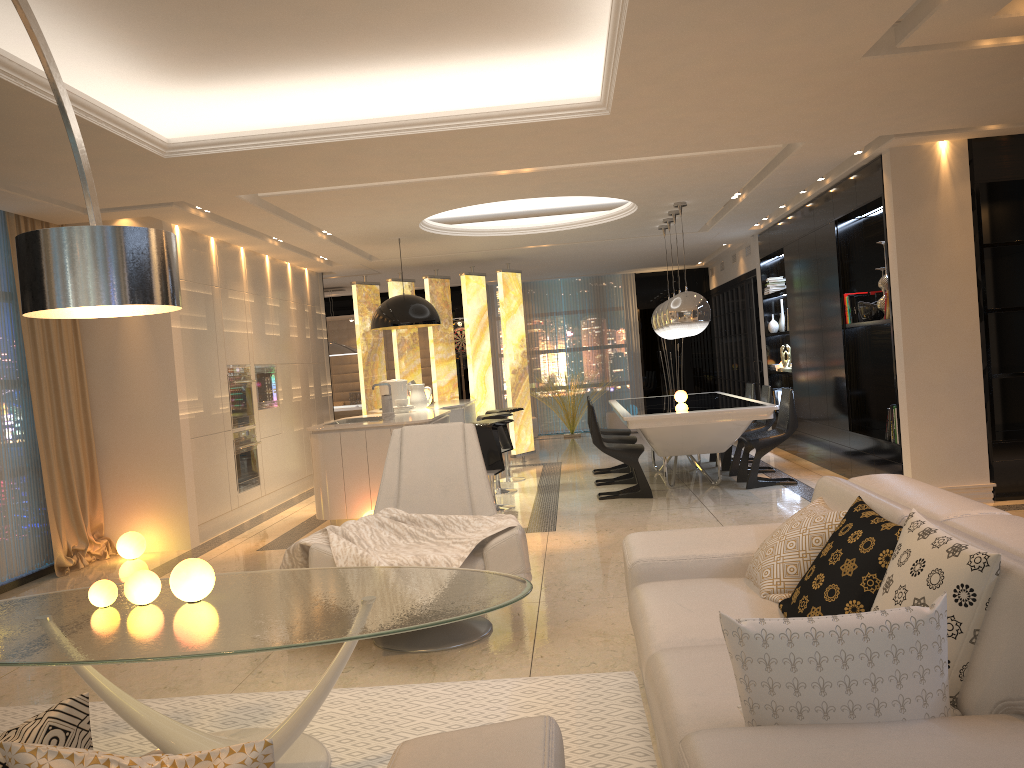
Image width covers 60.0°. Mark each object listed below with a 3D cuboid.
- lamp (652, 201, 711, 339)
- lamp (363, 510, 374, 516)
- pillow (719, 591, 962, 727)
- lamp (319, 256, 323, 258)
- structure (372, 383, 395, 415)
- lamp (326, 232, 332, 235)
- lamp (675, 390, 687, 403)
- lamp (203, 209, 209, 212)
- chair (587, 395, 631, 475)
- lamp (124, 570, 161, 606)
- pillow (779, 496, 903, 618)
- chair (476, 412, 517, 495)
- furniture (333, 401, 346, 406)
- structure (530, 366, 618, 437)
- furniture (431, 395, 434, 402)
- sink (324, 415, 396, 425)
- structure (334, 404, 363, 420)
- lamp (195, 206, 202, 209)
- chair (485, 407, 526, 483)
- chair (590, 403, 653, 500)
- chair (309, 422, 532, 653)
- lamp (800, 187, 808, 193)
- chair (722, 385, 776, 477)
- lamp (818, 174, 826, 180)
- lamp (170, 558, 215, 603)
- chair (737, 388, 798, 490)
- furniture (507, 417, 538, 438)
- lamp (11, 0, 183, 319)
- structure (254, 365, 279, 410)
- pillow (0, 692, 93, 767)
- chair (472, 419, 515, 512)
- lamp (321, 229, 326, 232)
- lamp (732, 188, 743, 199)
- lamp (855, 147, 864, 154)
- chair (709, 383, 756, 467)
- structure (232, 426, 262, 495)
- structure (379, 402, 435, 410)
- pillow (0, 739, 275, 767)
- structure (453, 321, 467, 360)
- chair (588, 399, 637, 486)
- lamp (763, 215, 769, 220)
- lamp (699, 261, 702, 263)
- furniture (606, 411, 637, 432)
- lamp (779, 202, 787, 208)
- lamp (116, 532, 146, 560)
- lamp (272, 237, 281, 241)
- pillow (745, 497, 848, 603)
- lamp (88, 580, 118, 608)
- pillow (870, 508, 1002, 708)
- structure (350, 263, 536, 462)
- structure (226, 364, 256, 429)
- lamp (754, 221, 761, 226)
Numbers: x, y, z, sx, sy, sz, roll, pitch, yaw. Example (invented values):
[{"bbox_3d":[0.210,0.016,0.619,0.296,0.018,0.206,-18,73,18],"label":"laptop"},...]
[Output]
[{"bbox_3d":[1.633,-1.071,8.847,0.408,1.226,1.827,-4,1,4],"label":"lamp"},{"bbox_3d":[-1.090,1.103,7.013,0.212,0.214,0.213,-6,2,-36],"label":"lamp"},{"bbox_3d":[0.741,0.619,1.989,0.521,0.325,0.281,-4,1,13],"label":"pillow"},{"bbox_3d":[-2.176,-1.517,10.199,0.107,0.127,0.107,-5,1,-15],"label":"lamp"},{"bbox_3d":[-1.139,0.149,7.792,0.177,0.310,0.089,-4,1,4],"label":"structure"},{"bbox_3d":[-1.759,-1.510,8.589,0.107,0.127,0.107,-5,1,-15],"label":"lamp"},{"bbox_3d":[1.669,0.123,8.762,0.125,0.125,0.125,-6,2,-36],"label":"lamp"},{"bbox_3d":[-2.388,-1.420,6.988,0.107,0.127,0.107,-5,1,-7],"label":"lamp"},{"bbox_3d":[1.093,0.539,9.751,0.496,0.858,0.523,-4,1,4],"label":"chair"},{"bbox_3d":[-1.236,0.680,2.968,0.115,0.115,0.115,-4,2,29],"label":"lamp"},{"bbox_3d":[1.000,0.567,2.719,0.323,0.355,0.524,-4,1,4],"label":"pillow"},{"bbox_3d":[-0.165,0.693,8.911,0.380,0.789,0.380,-5,1,-13],"label":"chair"},{"bbox_3d":[-3.743,0.787,16.088,1.312,0.810,1.107,-4,1,4],"label":"furniture"},{"bbox_3d":[0.933,0.292,14.397,1.275,1.142,1.282,-6,2,-40],"label":"structure"},{"bbox_3d":[-1.846,0.640,15.958,1.312,0.810,1.107,-4,1,4],"label":"furniture"},{"bbox_3d":[-1.327,0.391,7.838,0.485,0.152,0.738,-4,1,4],"label":"sink"},{"bbox_3d":[-2.968,0.785,13.538,2.912,0.812,1.659,-4,1,4],"label":"structure"},{"bbox_3d":[-2.399,-1.415,6.825,0.107,0.127,0.107,-5,1,-7],"label":"lamp"},{"bbox_3d":[-0.071,0.665,9.740,0.380,0.789,0.380,-5,2,-28],"label":"chair"},{"bbox_3d":[0.979,0.591,8.040,0.496,0.858,0.523,-4,1,4],"label":"chair"},{"bbox_3d":[-0.417,0.723,4.457,1.027,0.991,0.983,-4,1,3],"label":"chair"},{"bbox_3d":[2.721,-1.858,8.325,0.107,0.127,0.107,-5,1,-15],"label":"lamp"},{"bbox_3d":[2.362,0.459,8.919,0.496,0.858,0.523,-4,1,4],"label":"chair"},{"bbox_3d":[2.681,-1.840,7.730,0.107,0.127,0.107,-5,1,-15],"label":"lamp"},{"bbox_3d":[-1.065,0.653,2.956,0.143,0.143,0.143,-5,1,-12],"label":"lamp"},{"bbox_3d":[2.306,0.485,8.072,0.496,0.858,0.523,-4,1,4],"label":"chair"},{"bbox_3d":[0.068,0.742,14.879,0.735,0.357,0.735,-4,1,6],"label":"furniture"},{"bbox_3d":[-1.132,0.084,1.594,0.393,2.519,2.009,-4,1,4],"label":"lamp"},{"bbox_3d":[-2.767,0.049,9.245,0.446,0.450,0.659,-4,1,4],"label":"structure"},{"bbox_3d":[-0.954,0.756,1.406,0.587,0.429,0.288,-5,2,-21],"label":"pillow"},{"bbox_3d":[-0.192,0.721,7.908,0.380,0.789,0.380,-3,2,37],"label":"chair"},{"bbox_3d":[-1.770,-1.505,8.426,0.107,0.127,0.107,-5,1,-15],"label":"lamp"},{"bbox_3d":[2.073,-1.805,8.244,0.107,0.127,0.271,-4,1,4],"label":"lamp"},{"bbox_3d":[2.615,-1.810,6.728,0.107,0.127,0.107,-5,1,-15],"label":"lamp"},{"bbox_3d":[2.415,0.435,9.724,0.496,0.858,0.523,-4,1,4],"label":"chair"},{"bbox_3d":[-2.775,0.738,8.519,0.595,0.597,0.609,-4,1,4],"label":"structure"},{"bbox_3d":[-1.184,0.238,10.127,0.502,0.026,0.811,-4,1,4],"label":"structure"},{"bbox_3d":[-0.556,0.726,1.407,0.463,0.380,0.222,-4,1,8],"label":"pillow"},{"bbox_3d":[-0.861,-0.750,15.276,0.669,0.669,0.048,-4,1,4],"label":"structure"},{"bbox_3d":[1.037,0.564,8.904,0.496,0.858,0.523,-4,1,4],"label":"chair"},{"bbox_3d":[2.828,-1.907,9.947,0.107,0.127,0.107,-5,1,-15],"label":"lamp"},{"bbox_3d":[3.058,-2.039,14.515,0.107,0.127,0.107,-5,1,-15],"label":"lamp"},{"bbox_3d":[1.926,0.600,14.660,0.735,0.357,0.735,-5,2,-24],"label":"furniture"},{"bbox_3d":[2.774,-1.882,9.136,0.107,0.127,0.107,-5,1,-15],"label":"lamp"},{"bbox_3d":[-2.955,1.254,6.887,0.212,0.214,0.213,-6,2,-36],"label":"lamp"},{"bbox_3d":[-2.277,-1.471,8.669,0.107,0.127,0.270,-4,1,4],"label":"lamp"},{"bbox_3d":[1.023,0.589,3.177,0.351,0.329,0.521,-4,1,4],"label":"pillow"},{"bbox_3d":[-1.373,0.703,2.977,0.090,0.091,0.090,-6,2,-36],"label":"lamp"},{"bbox_3d":[1.011,0.563,2.260,0.255,0.399,0.526,-4,1,4],"label":"pillow"},{"bbox_3d":[-0.875,-0.198,11.445,2.180,2.555,0.448,-4,1,4],"label":"structure"},{"bbox_3d":[-2.824,0.131,8.504,0.595,0.597,0.609,-4,1,4],"label":"structure"},{"bbox_3d":[2.857,-1.920,10.395,0.107,0.127,0.107,-5,1,-15],"label":"lamp"}]
